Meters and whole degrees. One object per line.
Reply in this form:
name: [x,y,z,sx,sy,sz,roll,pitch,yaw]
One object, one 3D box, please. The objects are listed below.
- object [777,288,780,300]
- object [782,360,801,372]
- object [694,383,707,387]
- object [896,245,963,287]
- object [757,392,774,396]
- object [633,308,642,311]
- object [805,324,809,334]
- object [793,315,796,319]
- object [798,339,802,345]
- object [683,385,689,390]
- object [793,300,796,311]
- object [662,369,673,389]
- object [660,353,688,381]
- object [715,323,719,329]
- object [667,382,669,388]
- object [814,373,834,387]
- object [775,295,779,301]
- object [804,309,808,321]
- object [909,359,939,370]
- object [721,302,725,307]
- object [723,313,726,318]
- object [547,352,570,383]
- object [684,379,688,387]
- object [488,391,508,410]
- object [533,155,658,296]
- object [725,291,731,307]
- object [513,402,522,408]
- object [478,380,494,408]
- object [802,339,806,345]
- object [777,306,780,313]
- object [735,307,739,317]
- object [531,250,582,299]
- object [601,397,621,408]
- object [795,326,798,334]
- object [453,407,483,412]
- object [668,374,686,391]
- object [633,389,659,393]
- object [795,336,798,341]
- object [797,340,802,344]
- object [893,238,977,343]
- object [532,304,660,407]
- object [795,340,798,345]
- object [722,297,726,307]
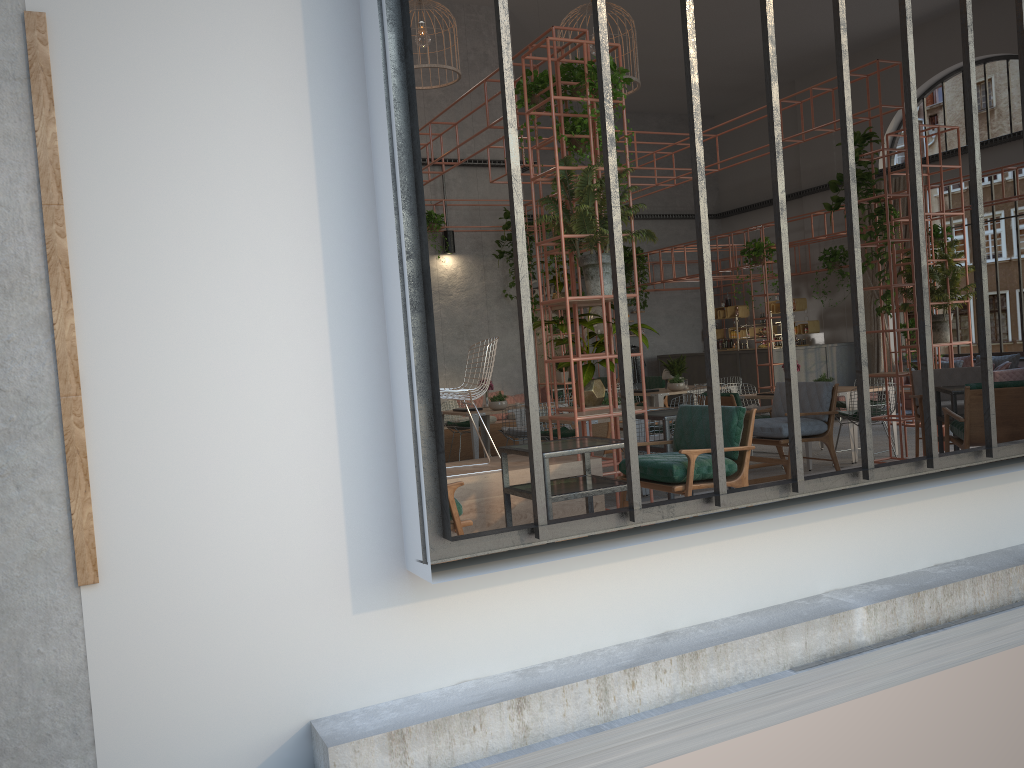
object: [6.157,-2.076,20.526,0.134,0.301,0.134,-6,2,-37]
object: [3.466,-0.121,10.996,0.213,0.414,0.225,-6,2,-33]
object: [2.861,0.013,13.412,0.218,0.041,0.218,-5,2,-17]
object: [6.201,-1.619,13.192,0.923,0.946,0.924,-3,2,31]
object: [3.164,0.121,10.582,0.268,0.031,0.427,-5,2,-25]
object: [3.092,-1.844,21.901,0.263,0.101,0.013,-5,2,-25]
object: [6.531,-1.217,19.572,0.131,0.207,0.131,-4,2,19]
object: [6.328,-1.472,19.919,0.083,0.159,0.083,-4,2,19]
object: [6.447,-0.940,19.878,0.073,0.131,0.073,-6,2,-33]
object: [2.529,0.043,12.968,0.115,0.078,0.115,-5,2,-20]
object: [6.359,-1.769,19.982,0.137,0.261,0.137,-4,2,10]
object: [2.401,-0.077,13.467,0.241,0.313,0.241,-4,2,19]
object: [2.427,-0.186,13.138,0.438,0.527,0.368,-5,2,-25]
object: [5.217,-1.471,22.544,0.115,0.147,0.115,-4,2,19]
object: [2.492,-0.018,13.600,0.165,0.154,0.210,-6,2,-36]
object: [3.571,-0.005,10.207,0.247,0.247,0.252,-5,2,-26]
object: [6.073,-1.972,20.307,0.088,0.123,0.088,-3,2,31]
object: [6.549,-1.539,19.734,0.075,0.273,0.075,-6,2,-37]
object: [6.211,-0.152,13.293,0.438,0.527,0.368,-5,2,-25]
object: [5.244,-1.968,22.039,0.088,0.123,0.088,-3,2,31]
object: [5.315,-1.700,22.031,0.123,0.142,0.141,-5,2,-26]
object: [0.816,-0.285,14.555,0.438,0.527,0.368,-5,2,-25]
object: [2.617,-0.008,13.422,0.095,0.119,0.095,-4,2,-1]
object: [-0.186,0.215,11.494,0.248,0.247,0.254,-5,2,-25]
object: [0.612,-1.204,6.646,0.894,1.101,0.900,-3,2,29]
object: [5.375,-2.110,22.068,0.134,0.386,0.134,-4,2,8]
object: [0.072,0.273,11.791,0.115,0.078,0.115,-5,2,-20]
object: [-0.352,0.119,12.206,0.213,0.414,0.225,-6,2,-33]
object: [6.574,-0.952,19.945,0.073,0.131,0.073,-6,2,-33]
object: [6.144,-1.704,20.300,0.123,0.142,0.141,-5,2,-26]
object: [5.530,-1.765,21.714,0.137,0.261,0.137,-4,2,10]
object: [0.831,-1.756,14.475,0.934,0.947,0.903,-3,2,26]
object: [0.995,0.209,9.028,0.247,0.247,0.252,-5,2,-26]
object: [6.360,-1.204,19.832,0.069,0.191,0.069,-5,2,-8]
object: [-0.593,0.341,11.869,0.268,0.031,0.427,-5,2,-25]
object: [2.351,-0.022,12.709,0.248,0.247,0.254,-5,2,-25]
object: [1.944,0.104,13.084,0.268,0.031,0.427,-5,2,-25]
object: [6.385,-1.032,20.006,0.115,0.107,0.115,-3,2,31]
object: [6.473,-0.933,19.978,0.115,0.107,0.115,-5,2,-19]
object: [4.582,-0.993,9.557,0.894,1.100,0.900,-4,2,4]
object: [0.664,-0.286,7.122,0.934,0.923,0.903,-3,2,31]
object: [6.361,-0.923,19.925,0.115,0.107,0.115,-3,2,31]
object: [5.328,-2.071,22.257,0.134,0.301,0.134,-6,2,-37]
